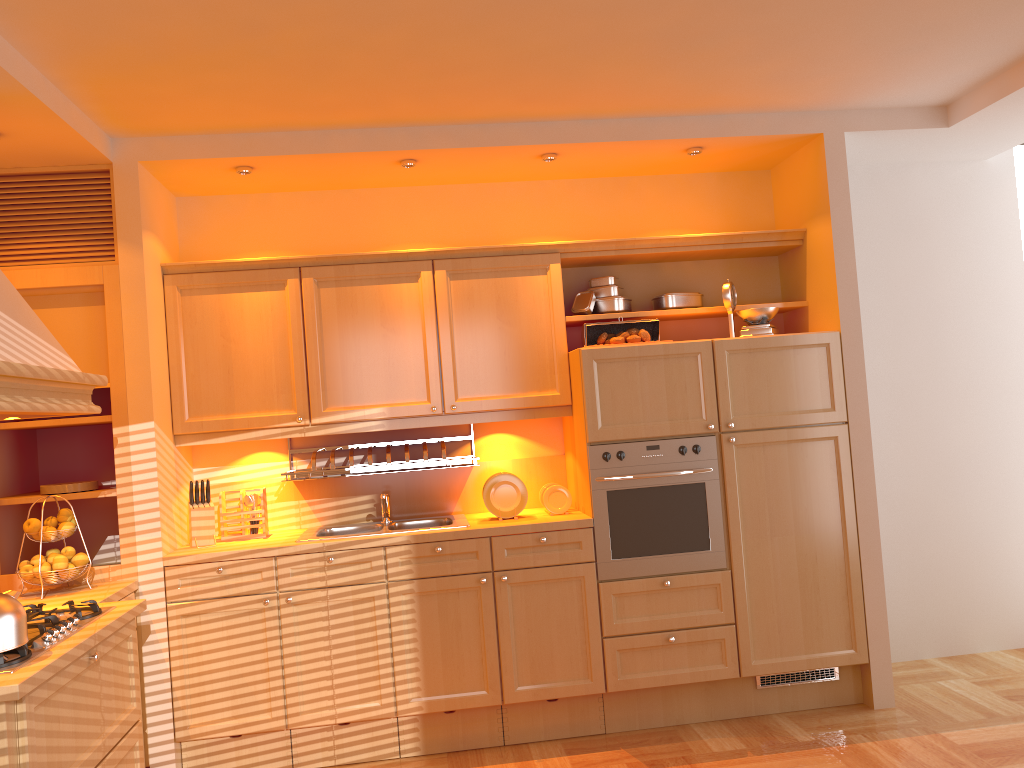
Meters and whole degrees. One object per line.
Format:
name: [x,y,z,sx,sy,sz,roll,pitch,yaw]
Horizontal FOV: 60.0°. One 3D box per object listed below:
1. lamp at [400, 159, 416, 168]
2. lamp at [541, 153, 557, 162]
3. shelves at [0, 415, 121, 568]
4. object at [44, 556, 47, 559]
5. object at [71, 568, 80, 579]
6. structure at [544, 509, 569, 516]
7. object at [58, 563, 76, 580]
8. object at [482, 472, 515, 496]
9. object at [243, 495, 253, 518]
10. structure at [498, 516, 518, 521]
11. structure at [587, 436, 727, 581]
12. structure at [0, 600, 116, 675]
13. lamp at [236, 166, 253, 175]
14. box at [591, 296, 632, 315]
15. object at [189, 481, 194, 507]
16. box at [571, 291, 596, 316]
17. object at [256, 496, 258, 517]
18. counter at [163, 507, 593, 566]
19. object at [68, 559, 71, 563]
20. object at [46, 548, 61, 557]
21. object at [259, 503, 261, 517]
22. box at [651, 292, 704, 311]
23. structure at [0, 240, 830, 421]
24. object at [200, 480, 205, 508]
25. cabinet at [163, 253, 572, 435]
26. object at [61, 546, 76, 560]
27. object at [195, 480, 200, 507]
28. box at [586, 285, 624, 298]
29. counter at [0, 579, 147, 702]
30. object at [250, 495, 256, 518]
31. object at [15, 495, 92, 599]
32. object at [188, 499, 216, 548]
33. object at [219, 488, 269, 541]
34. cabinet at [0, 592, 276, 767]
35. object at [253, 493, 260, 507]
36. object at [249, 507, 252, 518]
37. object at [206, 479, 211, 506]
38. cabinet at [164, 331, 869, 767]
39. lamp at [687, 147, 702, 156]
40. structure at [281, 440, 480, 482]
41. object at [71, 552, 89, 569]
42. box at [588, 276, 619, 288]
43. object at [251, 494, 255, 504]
lamp: [-0.466,-0.989,3.989,0.070,0.021,0.070,-6,-2,33]
lamp: [0.170,-1.035,4.060,0.070,0.021,0.070,-6,-3,44]
shelves: [-1.882,0.506,3.905,0.600,0.702,0.582,-4,-2,-7]
object: [-1.817,0.699,3.475,0.058,0.055,0.059,-4,-2,1]
object: [-1.725,0.733,3.468,0.063,0.061,0.064,-3,-2,-28]
structure: [0.207,0.597,4.149,0.084,0.010,0.219,-4,-2,-5]
object: [-1.708,0.720,3.405,0.064,0.062,0.064,-4,-2,-19]
object: [-0.038,0.515,4.183,0.205,0.200,0.049,-4,-2,-5]
object: [-1.196,0.601,4.052,0.040,0.192,0.042,-6,-3,44]
structure: [-0.022,0.612,4.091,0.084,0.010,0.219,-4,-2,-3]
structure: [0.639,0.540,3.865,0.576,0.583,0.066,-4,-2,-7]
structure: [-1.555,0.744,2.613,0.494,0.051,0.797,-4,-2,-7]
lamp: [-1.179,-0.938,3.902,0.070,0.021,0.070,-6,-3,44]
box: [0.463,-0.373,4.364,0.242,0.090,0.169,-5,-2,30]
object: [-1.396,0.557,3.881,0.019,0.265,0.037,-3,-3,-42]
box: [0.347,-0.386,4.275,0.098,0.129,0.117,-5,-2,30]
object: [-1.173,0.603,4.069,0.022,0.196,0.018,-4,-2,-2]
counter: [-0.573,0.677,4.035,1.800,0.038,0.600,-4,-2,-7]
object: [-1.758,0.690,3.486,0.057,0.059,0.058,-3,-3,-43]
object: [-1.784,0.662,3.448,0.050,0.048,0.051,-5,-2,27]
object: [-1.165,0.613,4.086,0.044,0.178,0.019,-3,-2,-30]
box: [0.824,-0.399,4.399,0.242,0.090,0.169,-3,-2,-25]
structure: [-0.331,-0.450,3.507,4.091,1.148,1.061,-3,-2,-33]
object: [-1.358,0.555,3.906,0.019,0.265,0.038,-4,-2,-23]
cabinet: [-0.654,-0.188,4.196,1.792,0.712,0.332,-4,-2,-7]
object: [-1.720,0.655,3.438,0.050,0.052,0.049,-4,-2,1]
object: [-1.378,0.556,3.893,0.019,0.265,0.038,-4,-2,-23]
box: [0.457,-0.442,4.367,0.177,0.066,0.124,-5,-2,30]
counter: [-1.612,0.786,2.479,0.770,0.038,2.250,-4,-2,-7]
object: [-1.183,0.604,4.062,0.017,0.196,0.020,-5,-2,19]
object: [-1.786,0.622,3.448,0.265,0.376,0.265,-6,-3,43]
object: [-1.368,0.614,3.912,0.100,0.200,0.070,-3,-2,-33]
object: [-1.235,0.599,4.087,0.200,0.221,0.103,-4,-2,-6]
cabinet: [-1.429,1.222,2.784,1.141,0.840,2.850,-4,-2,-7]
object: [-1.190,0.603,4.101,0.040,0.192,0.042,-6,-3,43]
object: [-1.202,0.616,4.094,0.019,0.178,0.044,-4,-2,-10]
object: [-1.338,0.553,3.919,0.019,0.265,0.037,-4,-2,-23]
cabinet: [0.030,0.722,4.088,3.000,1.700,0.625,-4,-2,-7]
lamp: [0.852,-1.084,4.139,0.070,0.021,0.070,-6,-3,44]
structure: [-0.615,0.353,4.195,0.900,0.126,0.300,-4,-2,-7]
object: [-1.681,0.686,3.451,0.064,0.060,0.063,-5,-2,9]
box: [0.453,-0.496,4.368,0.140,0.052,0.098,-5,-2,30]
object: [-1.191,0.605,4.082,0.018,0.196,0.023,-4,-2,-2]
